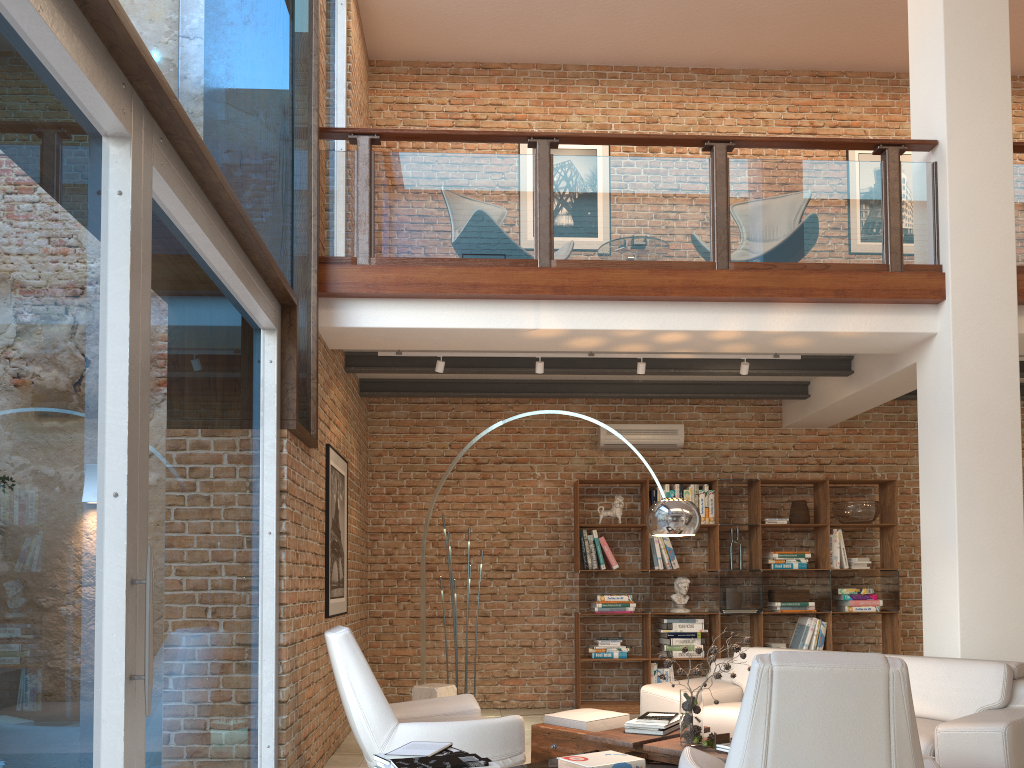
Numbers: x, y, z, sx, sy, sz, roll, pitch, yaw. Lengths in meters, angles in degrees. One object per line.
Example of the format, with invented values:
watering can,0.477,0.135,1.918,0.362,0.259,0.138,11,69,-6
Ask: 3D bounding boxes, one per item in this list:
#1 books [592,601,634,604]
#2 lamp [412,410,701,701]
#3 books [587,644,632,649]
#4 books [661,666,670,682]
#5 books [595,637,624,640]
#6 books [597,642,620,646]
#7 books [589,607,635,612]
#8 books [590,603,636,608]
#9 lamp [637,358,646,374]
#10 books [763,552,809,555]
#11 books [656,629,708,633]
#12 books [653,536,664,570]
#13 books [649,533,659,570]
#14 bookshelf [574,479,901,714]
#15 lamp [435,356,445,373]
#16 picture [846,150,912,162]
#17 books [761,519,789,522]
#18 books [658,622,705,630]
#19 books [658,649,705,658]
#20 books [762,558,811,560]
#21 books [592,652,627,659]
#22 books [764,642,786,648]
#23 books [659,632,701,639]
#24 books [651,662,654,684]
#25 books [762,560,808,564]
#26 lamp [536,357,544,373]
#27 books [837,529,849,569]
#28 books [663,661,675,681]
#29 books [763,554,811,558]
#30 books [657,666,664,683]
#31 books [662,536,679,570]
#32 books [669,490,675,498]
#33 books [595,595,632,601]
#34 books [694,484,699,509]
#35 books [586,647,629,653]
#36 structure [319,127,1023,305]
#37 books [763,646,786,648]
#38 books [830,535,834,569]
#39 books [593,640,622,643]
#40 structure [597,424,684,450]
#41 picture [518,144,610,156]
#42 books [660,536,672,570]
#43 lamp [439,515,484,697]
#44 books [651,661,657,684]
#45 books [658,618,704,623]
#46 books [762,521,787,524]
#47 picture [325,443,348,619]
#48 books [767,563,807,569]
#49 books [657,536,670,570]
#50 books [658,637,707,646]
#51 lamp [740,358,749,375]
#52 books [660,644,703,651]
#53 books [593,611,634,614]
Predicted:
books,0.952,2.071,8.279,0.356,0.020,0.279,1,-13,-4
lamp,0.236,1.324,5.567,2.045,2.306,0.322,-5,-5,34
books,0.917,2.485,8.248,0.380,0.018,0.250,2,-13,-10
books,1.441,2.848,8.261,0.055,0.323,0.259,0,-6,-3
books,0.918,2.410,8.261,0.252,0.017,0.166,0,-13,-3
books,0.914,2.465,8.273,0.206,0.033,0.136,0,-12,-3
books,0.945,2.133,8.263,0.380,0.036,0.250,1,-13,-7
books,0.956,2.095,8.258,0.380,0.036,0.250,2,-13,-9
lamp,0.945,-0.125,6.376,0.061,0.126,0.087,0,-6,-1
books,2.627,1.627,8.381,0.356,0.020,0.279,1,-13,-4
books,1.606,2.342,8.284,0.444,0.020,0.279,0,-13,-3
books,1.365,1.583,8.308,0.103,0.376,0.248,0,-6,-3
books,1.326,1.587,8.330,0.101,0.376,0.248,0,-6,-3
bookshelf,2.127,2.015,8.318,3.034,2.162,0.370,0,-3,-3
lamp,-0.520,-0.135,6.301,0.059,0.126,0.087,2,-6,-33
picture,3.832,-1.876,8.791,0.914,1.175,0.028,0,-2,-3
books,2.495,1.303,8.333,0.236,0.018,0.175,2,-13,-10
books,1.614,2.304,8.304,0.380,0.063,0.250,2,-12,-8
books,1.608,2.557,8.271,0.380,0.063,0.250,2,-12,-8
books,2.628,1.679,8.367,0.380,0.018,0.250,2,-13,-10
books,0.922,2.558,8.247,0.326,0.054,0.261,-2,-12,7
books,2.518,2.498,8.349,0.132,0.033,0.211,1,-13,-8
books,1.591,2.377,8.269,0.326,0.054,0.261,1,-13,-8
books,1.301,2.821,8.253,0.036,0.376,0.248,0,-6,-3
books,2.612,1.709,8.375,0.379,0.036,0.250,0,-13,-3
lamp,0.202,-0.134,6.339,0.061,0.118,0.087,0,-6,-1
books,3.149,1.598,8.420,0.101,0.376,0.248,0,-6,-3
books,1.502,2.826,8.287,0.079,0.377,0.248,0,-6,-3
books,2.630,1.650,8.360,0.380,0.036,0.250,2,-13,-9
books,1.384,2.850,8.264,0.057,0.323,0.259,0,-6,-3
books,1.488,1.610,8.318,0.158,0.323,0.259,0,-6,-3
books,1.507,1.192,8.352,0.055,0.323,0.259,0,-6,-3
books,0.961,2.033,8.279,0.326,0.054,0.261,0,-12,0
books,1.743,1.164,8.355,0.036,0.376,0.248,0,-6,-3
books,0.901,2.514,8.256,0.379,0.036,0.250,0,-13,-3
structure,3.812,-0.467,1.752,10.153,4.048,14.196,0,-12,-3
books,2.505,2.522,8.343,0.162,0.017,0.258,0,-13,-3
books,3.019,1.619,8.390,0.055,0.323,0.259,0,-6,-3
books,0.908,2.440,8.280,0.236,0.018,0.175,2,-13,-10
structure,1.249,0.515,8.473,0.812,0.215,0.204,0,-7,-3
picture,0.521,-1.897,8.628,0.914,1.175,0.028,0,-2,-3
books,1.439,1.604,8.330,0.125,0.342,0.277,0,-7,-3
lamp,-0.450,2.038,7.531,0.419,1.787,0.201,2,-3,-33
books,1.337,2.825,8.271,0.036,0.376,0.248,0,-6,-3
books,1.609,2.253,8.302,0.379,0.036,0.250,0,-13,-3
books,2.501,1.328,8.325,0.206,0.033,0.136,0,-12,-3
picture,-1.271,1.094,6.342,0.027,1.172,0.930,0,-6,-3
books,2.634,1.752,8.366,0.326,0.054,0.261,-2,-12,7
books,1.418,1.602,8.320,0.125,0.342,0.277,0,-7,-3
books,1.618,2.439,8.280,0.380,0.063,0.250,3,-13,-16
lamp,1.713,-0.125,6.424,0.061,0.113,0.096,-1,-7,4
books,1.606,2.502,8.293,0.362,0.054,0.289,0,-12,-1
books,0.954,2.162,8.268,0.355,0.020,0.279,0,-13,-3
